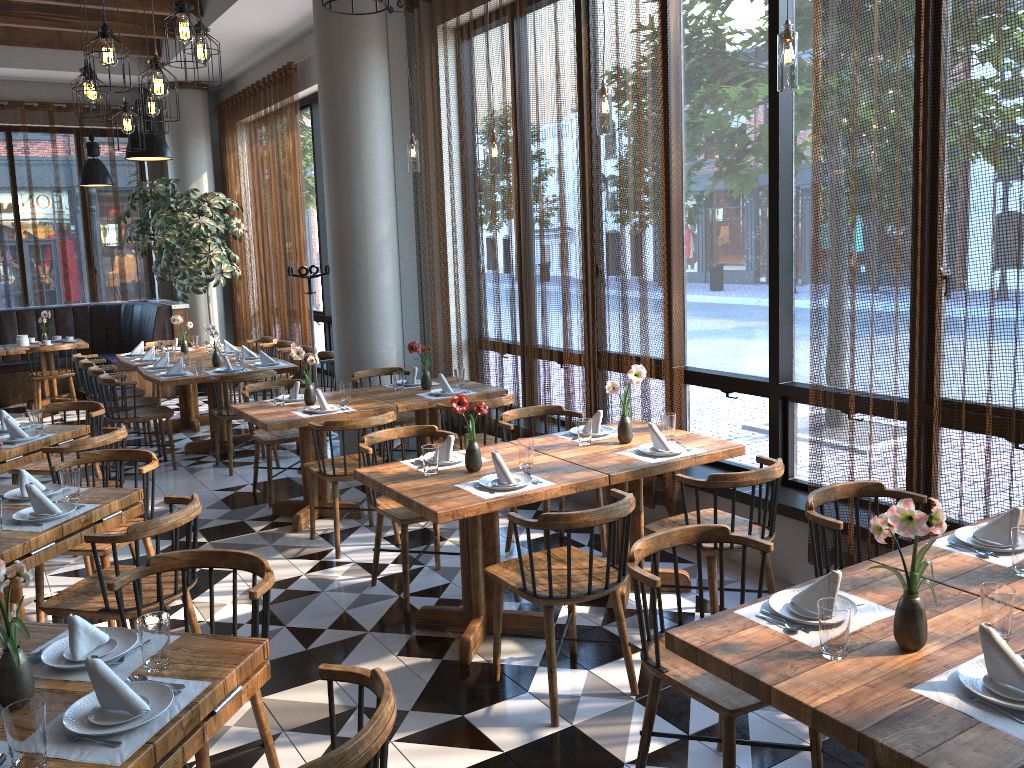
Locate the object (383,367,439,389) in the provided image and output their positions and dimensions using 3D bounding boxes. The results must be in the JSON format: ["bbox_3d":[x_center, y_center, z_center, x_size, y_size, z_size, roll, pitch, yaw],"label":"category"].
[{"bbox_3d":[-0.745,-0.063,6.560,0.352,0.136,0.273,-8,10,-31],"label":"object"}]

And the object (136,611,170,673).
[{"bbox_3d":[-0.902,0.655,2.242,0.080,0.131,0.080,-4,8,-17],"label":"object"}]

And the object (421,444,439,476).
[{"bbox_3d":[-0.368,0.346,4.000,0.080,0.131,0.080,5,10,43],"label":"object"}]

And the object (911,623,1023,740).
[{"bbox_3d":[1.119,0.620,1.977,0.352,0.136,0.273,-8,10,-31],"label":"object"}]

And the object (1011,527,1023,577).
[{"bbox_3d":[1.524,0.501,2.631,0.080,0.131,0.080,-4,8,-17],"label":"object"}]

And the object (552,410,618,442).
[{"bbox_3d":[0.427,0.197,4.710,0.352,0.136,0.273,-8,10,-31],"label":"object"}]

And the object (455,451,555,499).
[{"bbox_3d":[-0.034,0.364,3.797,0.352,0.136,0.273,-8,10,-31],"label":"object"}]

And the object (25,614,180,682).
[{"bbox_3d":[-1.110,0.646,2.329,0.352,0.136,0.273,0,9,13],"label":"object"}]

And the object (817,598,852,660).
[{"bbox_3d":[0.790,0.603,2.174,0.080,0.131,0.080,5,10,43],"label":"object"}]

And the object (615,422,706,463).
[{"bbox_3d":[0.717,0.260,4.265,0.352,0.136,0.273,-8,10,-31],"label":"object"}]

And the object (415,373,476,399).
[{"bbox_3d":[-0.456,0.000,6.114,0.352,0.136,0.273,-8,10,-31],"label":"object"}]

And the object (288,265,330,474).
[{"bbox_3d":[-1.586,-0.123,7.138,0.375,1.650,0.376,4,9,40],"label":"object"}]

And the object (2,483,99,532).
[{"bbox_3d":[-1.900,0.469,3.581,0.272,0.136,0.354,0,9,13],"label":"object"}]

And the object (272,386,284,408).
[{"bbox_3d":[-1.539,0.086,5.847,0.080,0.131,0.080,5,10,43],"label":"object"}]

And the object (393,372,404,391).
[{"bbox_3d":[-0.805,-0.016,6.304,0.080,0.131,0.080,-3,8,-7],"label":"object"}]

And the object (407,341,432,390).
[{"bbox_3d":[-0.655,-0.136,6.313,0.171,0.353,0.157,-3,7,-9],"label":"object"}]

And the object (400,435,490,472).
[{"bbox_3d":[-0.324,0.302,4.243,0.352,0.136,0.273,-8,10,-31],"label":"object"}]

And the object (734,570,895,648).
[{"bbox_3d":[0.830,0.558,2.423,0.352,0.136,0.273,-8,10,-31],"label":"object"}]

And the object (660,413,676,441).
[{"bbox_3d":[0.797,0.218,4.515,0.080,0.131,0.080,-2,8,3],"label":"object"}]

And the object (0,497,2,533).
[{"bbox_3d":[-1.988,0.507,3.385,0.080,0.131,0.080,-6,9,-27],"label":"object"}]

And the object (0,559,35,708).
[{"bbox_3d":[-1.193,0.561,2.054,0.146,0.398,0.207,-5,8,-20],"label":"object"}]

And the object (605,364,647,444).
[{"bbox_3d":[0.577,0.103,4.441,0.207,0.398,0.147,-6,8,-28],"label":"object"}]

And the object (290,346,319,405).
[{"bbox_3d":[-1.370,-0.060,5.879,0.146,0.398,0.207,1,8,22],"label":"object"}]

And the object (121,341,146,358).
[{"bbox_3d":[-3.856,-0.364,9.097,0.272,0.136,0.353,-8,11,-31],"label":"object"}]

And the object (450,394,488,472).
[{"bbox_3d":[-0.206,0.219,4.055,0.171,0.353,0.157,3,9,37],"label":"object"}]

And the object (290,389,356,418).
[{"bbox_3d":[-1.207,0.104,5.647,0.352,0.136,0.273,-8,10,-31],"label":"object"}]

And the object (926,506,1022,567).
[{"bbox_3d":[1.581,0.453,2.891,0.352,0.136,0.273,-8,10,-31],"label":"object"}]

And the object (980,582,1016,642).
[{"bbox_3d":[1.221,0.577,2.231,0.080,0.131,0.080,5,10,43],"label":"object"}]

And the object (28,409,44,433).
[{"bbox_3d":[-2.850,0.222,5.314,0.080,0.131,0.080,3,9,33],"label":"object"}]

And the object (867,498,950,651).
[{"bbox_3d":[0.967,0.462,2.172,0.147,0.398,0.207,-8,10,-39],"label":"object"}]

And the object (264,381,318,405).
[{"bbox_3d":[-1.496,0.042,6.092,0.352,0.136,0.273,-8,10,-31],"label":"object"}]

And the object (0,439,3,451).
[{"bbox_3d":[-2.197,0.360,3.647,0.171,0.353,0.157,1,8,23],"label":"object"}]

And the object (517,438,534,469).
[{"bbox_3d":[0.063,0.320,4.058,0.080,0.131,0.080,5,10,43],"label":"object"}]

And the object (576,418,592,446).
[{"bbox_3d":[0.366,0.244,4.457,0.080,0.131,0.080,-2,8,3],"label":"object"}]

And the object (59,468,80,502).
[{"bbox_3d":[-1.894,0.435,3.806,0.080,0.131,0.080,-6,9,-27],"label":"object"}]

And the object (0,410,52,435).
[{"bbox_3d":[-3.062,0.212,5.408,0.352,0.136,0.273,0,9,13],"label":"object"}]

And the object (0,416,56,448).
[{"bbox_3d":[-3.029,0.276,5.016,0.577,0.136,0.585,0,9,13],"label":"object"}]

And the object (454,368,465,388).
[{"bbox_3d":[-0.374,-0.042,6.362,0.080,0.131,0.080,-3,8,-7],"label":"object"}]

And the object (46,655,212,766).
[{"bbox_3d":[-0.903,0.689,2.014,0.272,0.136,0.354,0,9,13],"label":"object"}]

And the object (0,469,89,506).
[{"bbox_3d":[-2.107,0.425,3.896,0.352,0.136,0.273,0,9,13],"label":"object"}]

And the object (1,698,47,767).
[{"bbox_3d":[-0.996,0.727,1.821,0.080,0.131,0.080,-4,8,-17],"label":"object"}]

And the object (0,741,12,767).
[{"bbox_3d":[-1.222,0.735,1.812,0.352,0.136,0.273,0,9,13],"label":"object"}]

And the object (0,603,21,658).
[{"bbox_3d":[-1.335,0.656,2.333,0.080,0.131,0.080,-4,8,-17],"label":"object"}]

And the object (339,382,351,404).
[{"bbox_3d":[-1.108,0.061,5.905,0.080,0.131,0.080,5,10,43],"label":"object"}]
